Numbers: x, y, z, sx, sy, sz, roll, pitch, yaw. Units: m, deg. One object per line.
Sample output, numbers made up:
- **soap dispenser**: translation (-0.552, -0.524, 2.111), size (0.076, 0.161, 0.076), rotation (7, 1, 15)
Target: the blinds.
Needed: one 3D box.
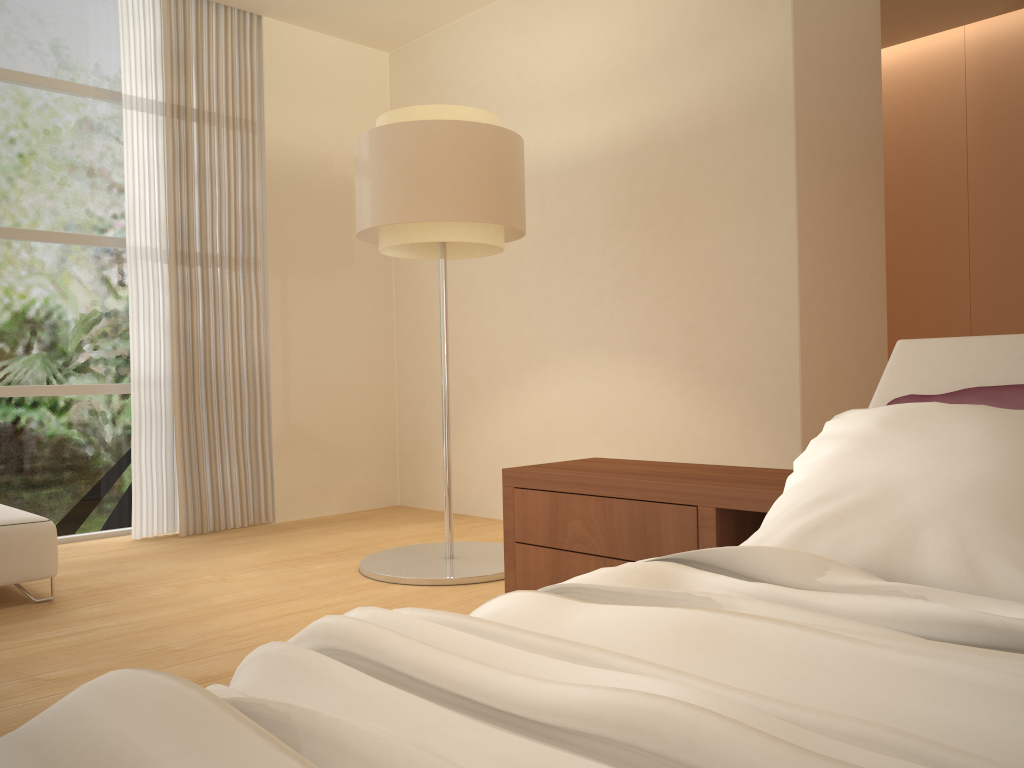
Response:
- **blinds**: translation (-1.818, -0.818, 5.155), size (0.202, 3.351, 0.814), rotation (-1, 0, 45)

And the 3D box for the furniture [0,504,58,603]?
- **furniture**: translation (-2.481, 0.710, 3.569), size (0.965, 0.346, 0.964), rotation (-2, 0, -44)

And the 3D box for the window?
- **window**: translation (-3.454, -0.781, 4.001), size (4.781, 3.371, 0.071), rotation (-2, 0, -44)

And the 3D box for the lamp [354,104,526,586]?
- **lamp**: translation (-0.307, -0.180, 4.056), size (0.817, 2.018, 0.817), rotation (-1, 0, -1)

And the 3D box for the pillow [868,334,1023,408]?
- **pillow**: translation (1.559, 0.102, 1.647), size (0.461, 0.457, 1.779), rotation (-2, 0, -45)

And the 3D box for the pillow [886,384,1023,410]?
- **pillow**: translation (1.331, 0.181, 1.412), size (0.575, 0.369, 1.683), rotation (-2, 0, -44)

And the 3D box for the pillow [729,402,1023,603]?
- **pillow**: translation (1.142, 0.201, 1.219), size (0.561, 0.339, 1.720), rotation (-2, 0, -44)

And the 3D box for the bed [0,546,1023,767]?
- **bed**: translation (0.632, 0.542, 0.663), size (2.535, 0.570, 2.599), rotation (-2, 0, -44)

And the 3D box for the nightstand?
- **nightstand**: translation (1.613, 0.527, 1.687), size (0.493, 0.539, 4.220), rotation (-2, 0, -44)
